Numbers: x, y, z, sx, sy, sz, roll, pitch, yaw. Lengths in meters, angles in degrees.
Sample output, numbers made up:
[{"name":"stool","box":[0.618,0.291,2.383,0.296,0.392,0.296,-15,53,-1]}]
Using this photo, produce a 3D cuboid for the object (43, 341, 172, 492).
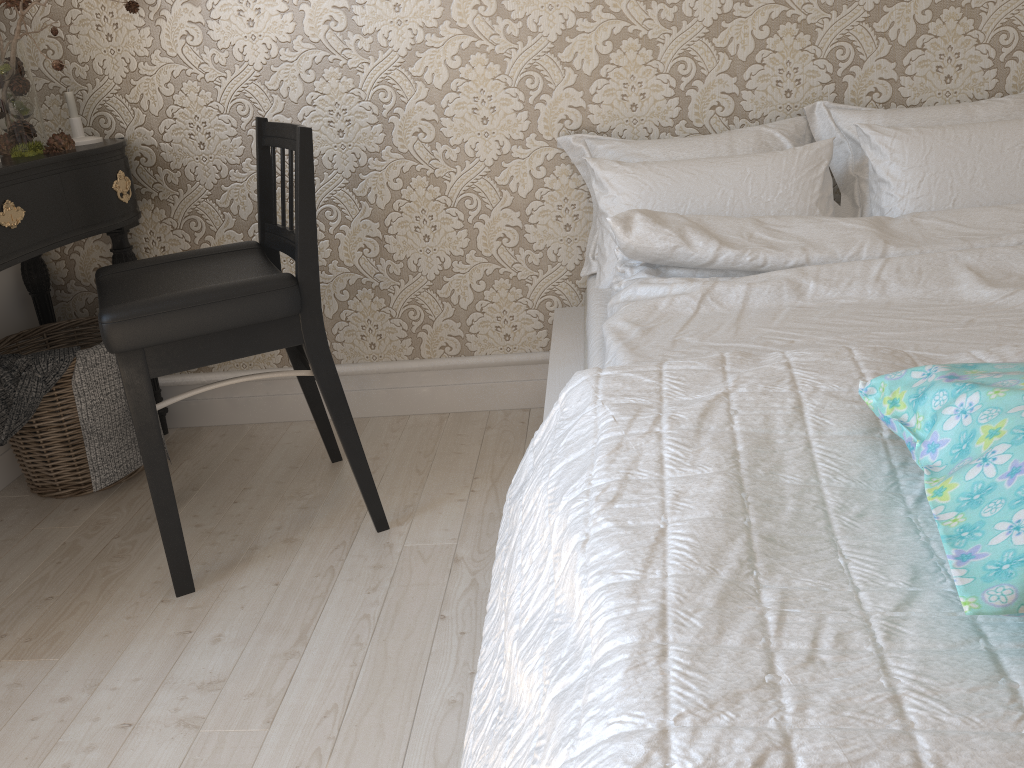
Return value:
[{"name":"object","box":[-1.079,0.045,2.217,0.353,0.346,0.295,13,26,42]}]

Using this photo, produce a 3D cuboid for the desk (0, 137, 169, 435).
[{"name":"desk","box":[-1.149,-0.041,1.901,0.435,0.800,1.139,-4,20,6]}]

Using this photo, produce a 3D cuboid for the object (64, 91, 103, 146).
[{"name":"object","box":[-1.085,-0.658,2.190,0.105,0.127,0.107,10,24,39]}]

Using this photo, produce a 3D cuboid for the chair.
[{"name":"chair","box":[-0.593,-0.094,1.849,0.461,0.838,0.466,-13,20,-22]}]

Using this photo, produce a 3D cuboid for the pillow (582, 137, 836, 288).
[{"name":"pillow","box":[0.446,-0.365,1.954,0.560,0.295,0.210,-4,19,6]}]

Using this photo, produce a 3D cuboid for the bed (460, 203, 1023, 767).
[{"name":"bed","box":[0.682,0.123,1.282,1.951,0.614,2.281,-3,21,6]}]

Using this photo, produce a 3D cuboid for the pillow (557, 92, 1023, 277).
[{"name":"pillow","box":[0.733,-0.462,2.034,1.252,0.345,0.320,-3,19,6]}]

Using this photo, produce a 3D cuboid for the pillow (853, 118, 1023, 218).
[{"name":"pillow","box":[1.038,-0.421,1.889,0.563,0.300,0.208,-4,19,6]}]

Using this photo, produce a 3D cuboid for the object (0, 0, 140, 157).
[{"name":"object","box":[-1.058,-0.832,2.048,0.546,0.583,0.324,-14,20,-22]}]

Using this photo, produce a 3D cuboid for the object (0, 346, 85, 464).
[{"name":"object","box":[-1.120,0.049,2.173,0.302,0.323,0.378,-3,20,7]}]

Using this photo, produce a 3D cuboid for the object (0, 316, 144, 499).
[{"name":"object","box":[-1.113,0.025,2.242,0.396,0.420,0.403,9,24,36]}]

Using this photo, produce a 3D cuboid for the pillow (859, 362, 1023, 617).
[{"name":"pillow","box":[0.537,0.091,0.767,0.381,0.164,0.373,-2,21,11]}]
